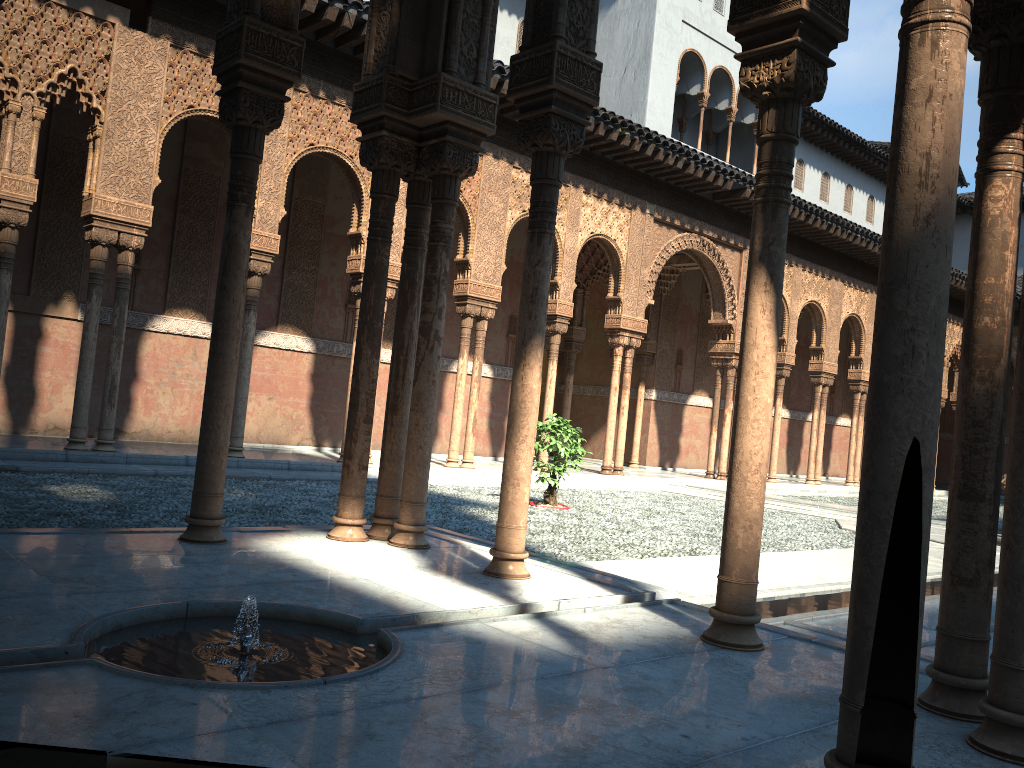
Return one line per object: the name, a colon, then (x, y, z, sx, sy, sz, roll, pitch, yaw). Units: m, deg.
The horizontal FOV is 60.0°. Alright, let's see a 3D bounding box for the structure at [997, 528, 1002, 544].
structure: (9.437, 1.687, 12.889, 4.508, 1.991, 4.508, 8, -3, -42)
